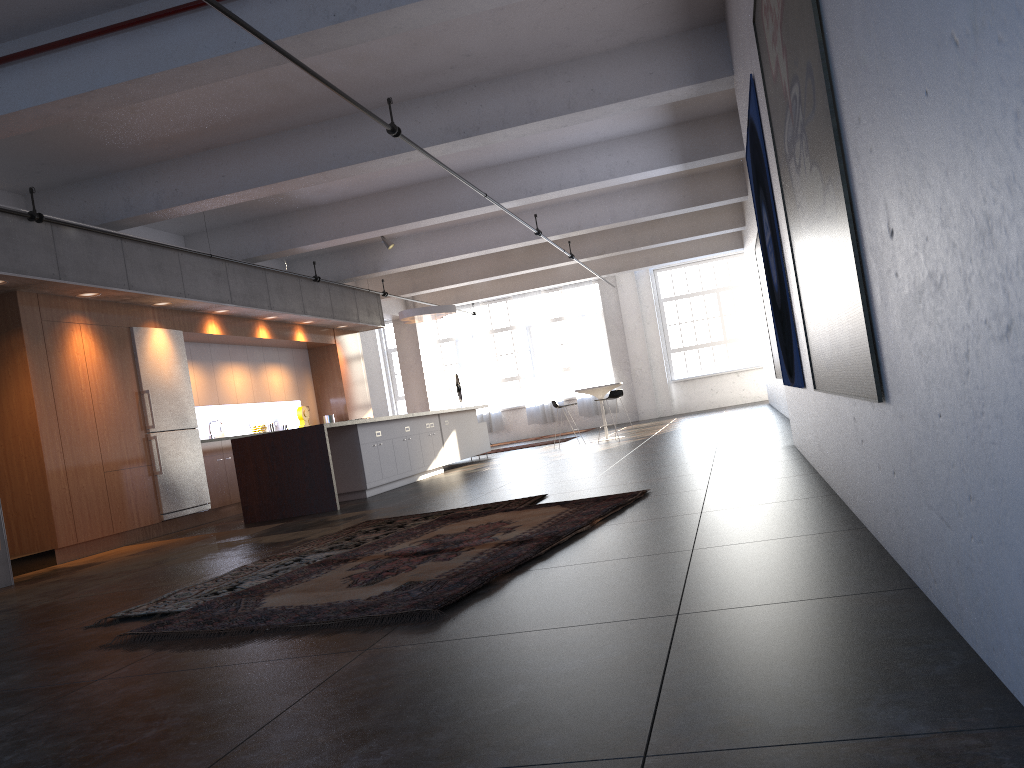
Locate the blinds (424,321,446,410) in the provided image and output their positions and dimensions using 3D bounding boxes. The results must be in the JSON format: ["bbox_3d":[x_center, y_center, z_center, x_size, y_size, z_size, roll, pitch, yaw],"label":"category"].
[{"bbox_3d":[-2.398,-0.252,23.797,1.018,3.713,0.317,-10,0,11],"label":"blinds"}]

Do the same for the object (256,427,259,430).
[{"bbox_3d":[-4.200,-0.446,10.628,0.056,2.189,5.648,-9,-2,3],"label":"object"}]

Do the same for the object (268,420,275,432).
[{"bbox_3d":[-3.848,0.684,14.153,0.059,0.209,0.145,-10,-1,14],"label":"object"}]

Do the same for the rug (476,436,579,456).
[{"bbox_3d":[-0.122,1.356,18.476,2.861,0.029,1.870,-10,-2,13],"label":"rug"}]

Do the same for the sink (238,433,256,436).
[{"bbox_3d":[-3.927,0.843,12.524,0.518,0.192,0.736,-10,-2,13],"label":"sink"}]

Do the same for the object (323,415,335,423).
[{"bbox_3d":[-3.156,0.627,15.312,0.194,0.170,0.187,-9,-1,-28],"label":"object"}]

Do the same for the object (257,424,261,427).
[{"bbox_3d":[-4.717,-0.444,8.560,0.058,2.164,9.954,-9,-2,8],"label":"object"}]

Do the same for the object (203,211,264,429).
[{"bbox_3d":[-3.805,0.677,13.454,0.065,0.053,0.050,-8,-1,-39],"label":"object"}]

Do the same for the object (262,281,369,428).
[{"bbox_3d":[-3.778,0.635,13.470,0.056,0.060,0.053,-10,-1,36],"label":"object"}]

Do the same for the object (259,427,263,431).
[{"bbox_3d":[-3.771,-0.466,12.232,0.054,2.227,2.396,-9,-1,-10],"label":"object"}]

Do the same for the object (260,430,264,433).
[{"bbox_3d":[-3.193,-0.475,14.619,0.056,2.309,2.968,-10,-1,32],"label":"object"}]

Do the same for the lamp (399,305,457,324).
[{"bbox_3d":[-1.602,-1.227,15.781,1.025,0.130,1.061,-8,-2,-31],"label":"lamp"}]

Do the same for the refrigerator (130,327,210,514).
[{"bbox_3d":[-4.157,0.427,10.690,0.218,2.190,0.962,-9,0,11],"label":"refrigerator"}]

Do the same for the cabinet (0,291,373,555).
[{"bbox_3d":[-4.780,0.501,12.863,2.360,2.561,8.176,-10,-2,14],"label":"cabinet"}]

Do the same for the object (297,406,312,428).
[{"bbox_3d":[-3.455,0.556,14.718,0.099,0.381,0.277,-10,-1,14],"label":"object"}]

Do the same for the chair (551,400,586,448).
[{"bbox_3d":[0.942,0.706,15.396,0.508,0.895,0.460,-9,-1,-10],"label":"chair"}]

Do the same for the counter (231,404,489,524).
[{"bbox_3d":[-1.714,0.976,13.056,1.132,0.971,6.713,-10,-2,14],"label":"counter"}]

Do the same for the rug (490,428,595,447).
[{"bbox_3d":[0.488,1.383,22.159,3.106,0.009,1.830,-10,-2,12],"label":"rug"}]

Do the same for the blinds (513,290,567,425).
[{"bbox_3d":[0.655,-0.792,23.107,1.029,3.697,0.341,-9,0,9],"label":"blinds"}]

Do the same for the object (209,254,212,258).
[{"bbox_3d":[-3.828,0.686,13.504,0.051,0.053,0.063,-10,-1,20],"label":"object"}]

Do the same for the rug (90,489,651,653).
[{"bbox_3d":[-0.438,0.968,5.145,1.851,0.048,3.571,-10,-2,23],"label":"rug"}]

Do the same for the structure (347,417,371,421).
[{"bbox_3d":[-2.225,0.537,12.187,0.508,0.071,0.645,-10,-2,13],"label":"structure"}]

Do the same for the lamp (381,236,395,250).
[{"bbox_3d":[-2.007,-2.297,14.201,0.222,0.287,0.131,-9,0,-4],"label":"lamp"}]

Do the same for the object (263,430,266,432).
[{"bbox_3d":[-3.772,0.728,13.445,0.061,0.053,0.053,-9,-1,0],"label":"object"}]

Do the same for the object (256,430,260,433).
[{"bbox_3d":[-3.833,0.715,13.381,0.052,0.053,0.062,-9,-1,-5],"label":"object"}]

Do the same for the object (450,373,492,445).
[{"bbox_3d":[-1.312,0.702,21.502,1.170,1.919,1.064,-10,-1,13],"label":"object"}]

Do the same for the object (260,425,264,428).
[{"bbox_3d":[-4.319,-0.447,10.025,0.053,2.168,6.894,-9,-2,6],"label":"object"}]

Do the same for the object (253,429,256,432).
[{"bbox_3d":[-3.899,0.697,13.397,0.053,0.054,0.061,-10,-1,4],"label":"object"}]

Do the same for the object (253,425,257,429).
[{"bbox_3d":[-3.888,0.645,13.390,0.051,0.060,0.058,-9,-1,-42],"label":"object"}]

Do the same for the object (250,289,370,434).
[{"bbox_3d":[-6.797,1.512,7.599,0.936,1.214,13.376,-10,-2,24],"label":"object"}]

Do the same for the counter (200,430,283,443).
[{"bbox_3d":[-4.166,0.842,13.513,1.594,0.039,4.498,-10,-2,14],"label":"counter"}]

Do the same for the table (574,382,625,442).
[{"bbox_3d":[1.604,0.512,15.584,0.821,0.951,0.836,-10,-1,13],"label":"table"}]

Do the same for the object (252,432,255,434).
[{"bbox_3d":[-6.664,1.551,7.622,0.054,1.095,12.938,-10,-2,26],"label":"object"}]

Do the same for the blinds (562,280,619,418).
[{"bbox_3d":[1.966,-1.025,22.834,1.022,3.750,0.344,-10,0,10],"label":"blinds"}]

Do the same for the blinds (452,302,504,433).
[{"bbox_3d":[-0.967,-0.500,23.462,1.024,3.674,0.364,-10,0,11],"label":"blinds"}]

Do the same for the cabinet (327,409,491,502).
[{"bbox_3d":[-1.549,0.998,13.652,0.914,0.930,5.697,-10,-2,14],"label":"cabinet"}]

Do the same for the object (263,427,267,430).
[{"bbox_3d":[-6.682,-0.105,8.203,0.061,2.209,12.000,-10,-2,27],"label":"object"}]
